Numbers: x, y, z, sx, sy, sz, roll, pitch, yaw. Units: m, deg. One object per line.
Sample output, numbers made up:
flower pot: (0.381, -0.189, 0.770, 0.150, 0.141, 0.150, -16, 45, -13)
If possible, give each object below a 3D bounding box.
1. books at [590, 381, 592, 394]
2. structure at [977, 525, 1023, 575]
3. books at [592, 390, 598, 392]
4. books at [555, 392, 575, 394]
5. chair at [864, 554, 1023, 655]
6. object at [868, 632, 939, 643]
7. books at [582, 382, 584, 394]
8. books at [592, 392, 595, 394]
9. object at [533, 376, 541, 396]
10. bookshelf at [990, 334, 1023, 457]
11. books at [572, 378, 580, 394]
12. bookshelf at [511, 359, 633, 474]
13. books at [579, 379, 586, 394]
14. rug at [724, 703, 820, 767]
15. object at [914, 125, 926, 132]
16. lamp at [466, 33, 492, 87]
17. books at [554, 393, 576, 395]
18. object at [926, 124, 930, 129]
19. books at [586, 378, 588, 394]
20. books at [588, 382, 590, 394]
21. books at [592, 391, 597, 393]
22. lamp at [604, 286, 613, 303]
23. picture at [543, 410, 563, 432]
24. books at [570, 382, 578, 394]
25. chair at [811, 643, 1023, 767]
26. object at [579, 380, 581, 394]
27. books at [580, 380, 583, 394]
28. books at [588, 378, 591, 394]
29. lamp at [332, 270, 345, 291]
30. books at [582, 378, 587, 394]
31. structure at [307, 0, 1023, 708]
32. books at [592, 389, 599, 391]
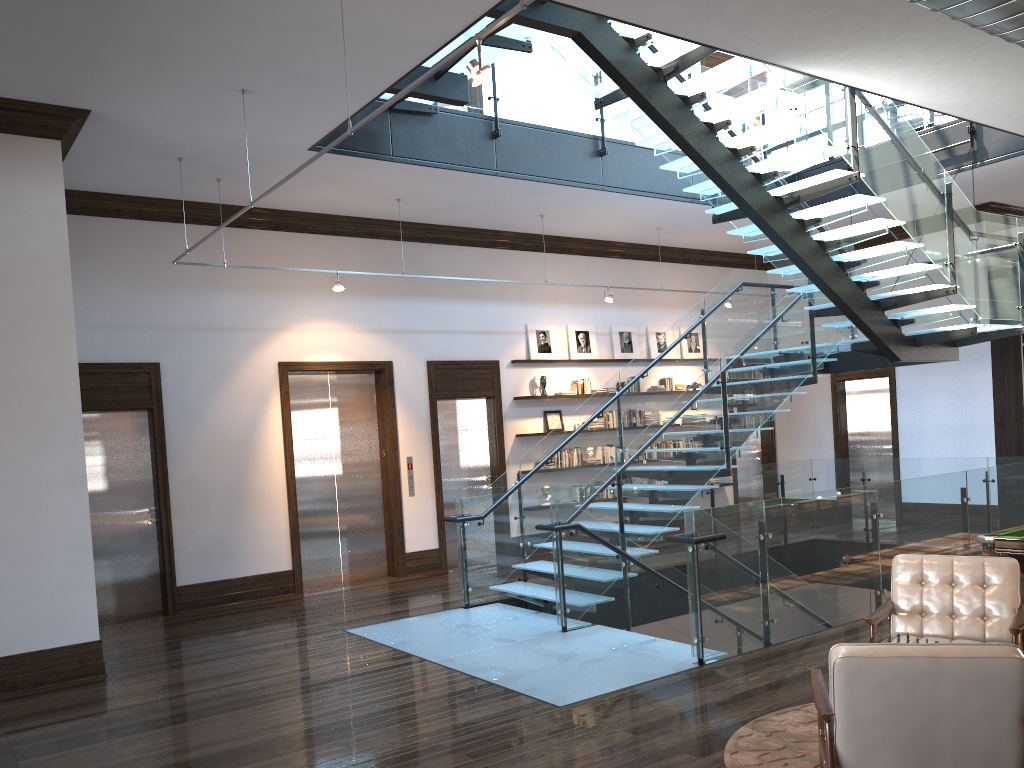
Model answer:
books: (1.099, 0.057, 12.746, 0.012, 0.182, 0.129, -5, 1, -35)
structure: (4.770, 1.349, 6.198, 2.948, 0.853, 1.557, -2, -3, -35)
books: (1.233, 0.100, 12.836, 0.213, 0.014, 0.125, -1, -4, -35)
books: (0.743, 0.130, 12.496, 0.254, 0.011, 0.142, -2, -4, -33)
chair: (2.418, 1.421, 4.909, 0.770, 0.867, 0.739, -4, 0, 35)
object: (1.944, 1.288, 4.409, 0.335, 0.101, 0.075, -5, -1, 30)
books: (0.965, 0.062, 12.633, 0.029, 0.177, 0.158, -5, 0, -35)
books: (1.237, 0.129, 12.836, 0.210, 0.015, 0.156, -1, -4, -35)
object: (0.344, 0.029, 12.229, 0.098, 0.288, 0.098, -3, 1, 7)
bookshelf: (7.463, 0.182, 12.550, 1.777, 3.523, 0.401, -4, 2, -35)
books: (0.908, 0.038, 12.607, 0.014, 0.229, 0.143, -5, 1, -35)
bookshelf: (1.773, 0.657, 13.185, 4.064, 2.059, 0.200, -2, 1, -35)
books: (0.986, 0.041, 12.636, 0.012, 0.217, 0.164, -5, 1, -35)
rug: (2.044, 1.835, 4.322, 1.965, 0.015, 1.975, -2, -4, -33)
object: (5.170, -3.356, 11.692, 0.541, 0.770, 0.518, -3, 0, 25)
lamp: (-0.148, -1.491, 4.076, 0.114, 0.230, 0.113, -3, 1, 44)
books: (0.745, 0.141, 12.494, 0.286, 0.011, 0.141, -1, -4, -38)
object: (7.226, -3.812, 15.822, 0.813, 1.867, 0.798, -3, 1, 13)
books: (1.044, 0.035, 12.707, 0.024, 0.229, 0.112, -5, 1, -35)
books: (1.071, 0.059, 12.723, 0.034, 0.178, 0.132, -5, 1, -35)
books: (1.249, 0.114, 12.841, 0.183, 0.014, 0.160, -1, -4, -35)
lamp: (1.268, -1.176, 11.666, 0.114, 0.230, 0.113, -3, 1, 9)
picture: (0.590, 0.520, 12.432, 0.299, 0.300, 0.077, -3, 1, -35)
books: (0.879, 0.066, 12.596, 0.050, 0.176, 0.129, -5, 1, -35)
chair: (1.621, 1.400, 3.568, 0.769, 0.867, 0.740, -4, 0, 15)
object: (0.920, 0.048, 12.611, 0.010, 0.207, 0.154, -5, 1, -35)
books: (0.942, 0.052, 12.614, 0.029, 0.198, 0.164, -5, 1, -35)
books: (1.085, 0.032, 12.742, 0.014, 0.233, 0.119, -5, 1, -35)
lamp: (-1.858, -1.097, 9.476, 0.114, 0.230, 0.113, -3, 1, 34)
books: (1.012, 0.035, 12.673, 0.025, 0.229, 0.133, -5, 1, -35)
structure: (2.122, 0.309, 8.806, 7.025, 14.520, 3.579, -4, 2, -35)
books: (1.239, 0.087, 12.841, 0.195, 0.013, 0.153, -1, -4, -35)
